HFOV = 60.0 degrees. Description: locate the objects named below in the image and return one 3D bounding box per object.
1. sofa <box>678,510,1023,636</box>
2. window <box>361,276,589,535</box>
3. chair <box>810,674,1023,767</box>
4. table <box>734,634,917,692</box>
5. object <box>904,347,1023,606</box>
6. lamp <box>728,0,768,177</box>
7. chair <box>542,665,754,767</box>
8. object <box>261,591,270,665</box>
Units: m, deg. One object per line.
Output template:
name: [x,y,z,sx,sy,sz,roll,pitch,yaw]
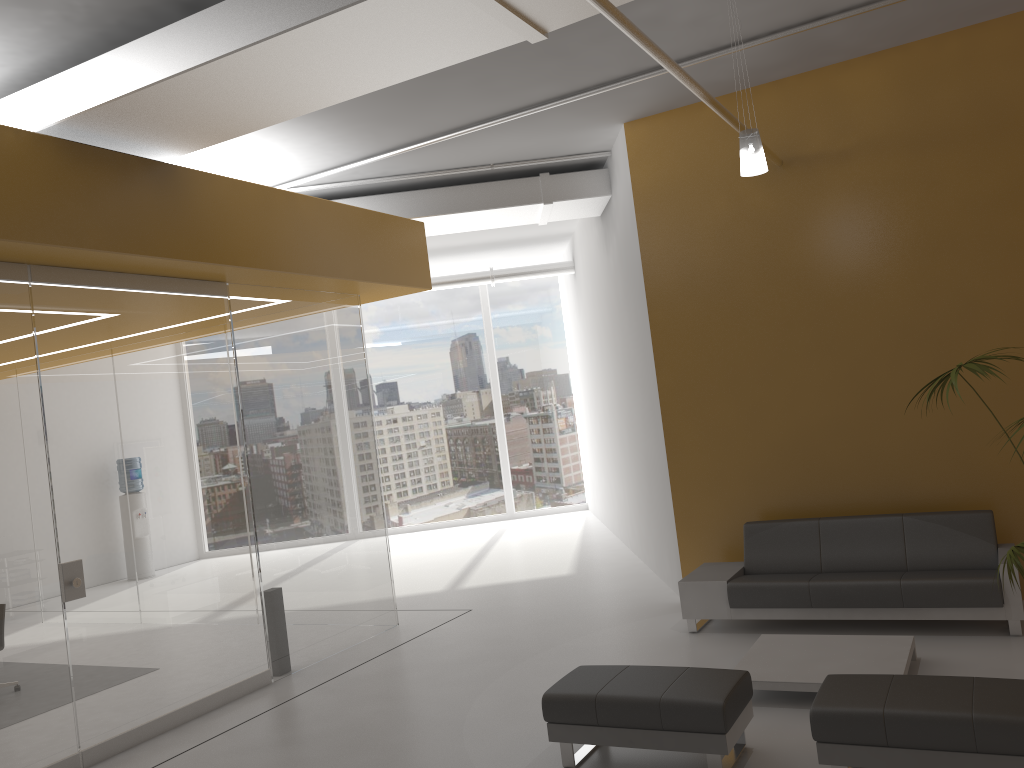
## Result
sofa: [2.561,1.471,6.891,2.400,0.761,0.860,-8,-2,28]
window: [-1.693,0.417,16.248,8.533,4.498,0.100,-7,-2,-2]
chair: [1.959,1.626,4.091,1.012,0.423,0.575,-8,-2,28]
table: [1.986,1.810,5.639,1.000,0.150,1.000,-8,-2,28]
object: [2.785,0.769,4.671,0.912,1.956,1.222,-6,-2,-21]
lamp: [1.487,-1.968,5.735,0.174,1.227,0.174,-6,-2,-20]
chair: [0.743,1.799,4.779,1.012,0.423,0.575,-8,-2,28]
object: [-2.002,2.083,7.463,0.124,0.706,0.152,-8,-2,23]
